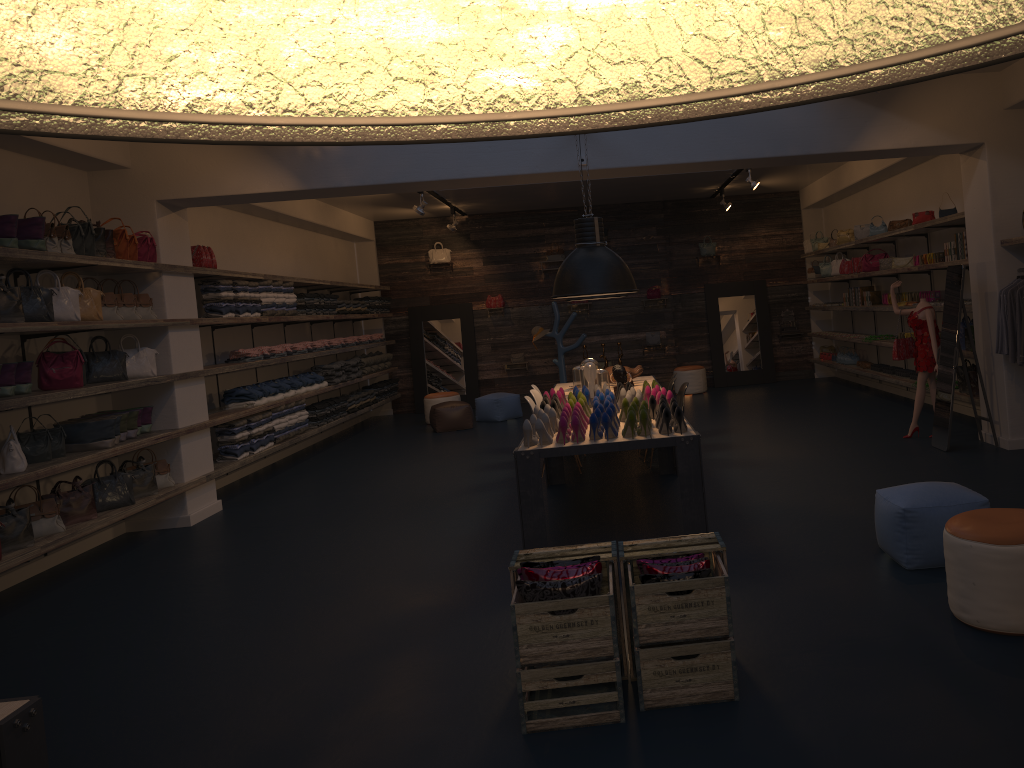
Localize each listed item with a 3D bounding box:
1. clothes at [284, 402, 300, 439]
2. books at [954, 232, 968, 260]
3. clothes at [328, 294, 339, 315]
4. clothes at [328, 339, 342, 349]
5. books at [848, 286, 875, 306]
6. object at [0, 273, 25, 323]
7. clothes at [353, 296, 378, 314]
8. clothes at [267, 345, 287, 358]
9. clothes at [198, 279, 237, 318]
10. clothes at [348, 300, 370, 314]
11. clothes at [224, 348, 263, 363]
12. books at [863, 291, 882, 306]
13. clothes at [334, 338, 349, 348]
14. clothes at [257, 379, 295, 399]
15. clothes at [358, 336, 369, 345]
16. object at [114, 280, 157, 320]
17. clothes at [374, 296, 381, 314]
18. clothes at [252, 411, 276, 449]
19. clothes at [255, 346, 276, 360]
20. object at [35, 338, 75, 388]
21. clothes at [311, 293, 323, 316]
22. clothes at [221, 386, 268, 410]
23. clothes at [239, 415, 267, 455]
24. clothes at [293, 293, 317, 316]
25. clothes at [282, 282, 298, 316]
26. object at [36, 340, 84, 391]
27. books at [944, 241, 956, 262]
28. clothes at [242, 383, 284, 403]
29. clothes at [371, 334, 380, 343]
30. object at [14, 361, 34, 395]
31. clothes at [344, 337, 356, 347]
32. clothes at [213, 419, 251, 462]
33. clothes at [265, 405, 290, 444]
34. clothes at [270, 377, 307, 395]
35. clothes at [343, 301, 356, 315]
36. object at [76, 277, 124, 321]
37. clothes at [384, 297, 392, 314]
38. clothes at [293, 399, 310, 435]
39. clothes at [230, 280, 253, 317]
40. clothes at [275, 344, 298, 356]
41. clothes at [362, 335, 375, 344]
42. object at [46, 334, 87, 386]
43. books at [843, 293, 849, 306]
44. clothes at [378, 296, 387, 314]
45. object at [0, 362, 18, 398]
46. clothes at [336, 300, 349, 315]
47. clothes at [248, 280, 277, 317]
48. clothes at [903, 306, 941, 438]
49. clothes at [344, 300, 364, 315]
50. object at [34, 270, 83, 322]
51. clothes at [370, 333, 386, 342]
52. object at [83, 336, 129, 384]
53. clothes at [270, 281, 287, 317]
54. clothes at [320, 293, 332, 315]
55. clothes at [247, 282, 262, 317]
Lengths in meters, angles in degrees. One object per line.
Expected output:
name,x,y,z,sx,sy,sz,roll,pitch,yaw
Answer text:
clothes,-2.714,0.431,10.280,0.260,0.455,0.346,-4,3,16
books,4.849,-1.453,9.023,0.239,0.287,0.639,-5,4,4
clothes,-2.634,-1.108,12.195,0.346,0.298,0.313,-4,3,8
clothes,-2.658,-0.568,12.545,0.333,0.159,0.336,-3,4,22
books,5.432,-1.366,13.489,0.239,0.287,0.639,-5,4,4
object,-3.359,-0.548,5.633,0.199,0.338,0.409,-3,4,43
clothes,-2.408,-1.291,14.285,0.368,0.298,0.329,-5,3,4
clothes,-2.885,-0.376,10.344,0.333,0.159,0.336,-3,4,22
clothes,-3.000,-0.868,8.861,0.249,0.410,0.326,-4,3,9
clothes,-2.518,-1.229,13.899,0.420,0.251,0.345,-5,3,-1
clothes,-2.959,-0.313,9.623,0.333,0.159,0.336,-3,4,22
books,5.396,-1.284,12.999,0.182,0.213,0.330,-5,4,4
clothes,-2.601,-0.606,12.881,0.324,0.154,0.348,-5,4,-3
clothes,-2.847,0.068,10.281,0.426,0.240,0.429,-5,4,1
clothes,-2.505,-0.697,14.028,0.333,0.159,0.336,-3,4,22
object,-3.260,-0.708,7.396,0.164,0.366,0.417,-3,4,43
clothes,-2.385,-1.318,14.611,0.377,0.298,0.312,-5,3,-10
clothes,-2.793,0.509,9.578,0.249,0.410,0.326,-4,3,9
clothes,-2.902,-0.351,9.958,0.324,0.154,0.348,-5,4,-3
object,-3.380,-0.154,6.474,0.214,0.384,0.268,-4,3,24
clothes,-2.701,-1.050,11.540,0.377,0.298,0.312,-5,3,-10
clothes,-2.934,0.142,9.436,0.426,0.240,0.429,-5,4,1
clothes,-2.801,0.536,9.249,0.249,0.410,0.326,-4,3,9
clothes,-2.724,-1.023,11.214,0.368,0.298,0.329,-5,3,4
clothes,-2.814,-1.037,10.604,0.260,0.455,0.346,-4,3,16
object,-3.309,-0.138,6.354,0.204,0.361,0.264,-4,3,28
books,4.871,-1.452,9.496,0.180,0.210,0.319,-5,4,4
clothes,-2.889,0.103,9.879,0.406,0.240,0.449,-3,4,18
clothes,-2.431,-0.760,14.750,0.333,0.159,0.336,-3,4,22
object,-3.536,-0.024,5.997,0.440,0.235,0.168,-6,3,-18
clothes,-2.584,-0.631,13.266,0.333,0.159,0.336,-3,4,22
clothes,-2.863,0.568,8.899,0.249,0.410,0.326,-4,3,9
clothes,-2.748,0.459,9.953,0.260,0.455,0.346,-4,3,16
clothes,-2.805,0.032,10.692,0.426,0.240,0.429,-5,4,1
clothes,-2.602,-1.158,13.085,0.420,0.251,0.345,-5,3,-1
object,-3.315,-0.662,6.863,0.164,0.366,0.417,-3,4,43
clothes,-2.318,-1.375,15.266,0.346,0.298,0.313,-4,3,8
clothes,-2.677,0.399,10.641,0.260,0.455,0.346,-4,3,16
clothes,-2.938,-0.901,9.211,0.249,0.410,0.326,-4,3,9
clothes,-2.828,-0.414,10.680,0.324,0.154,0.348,-5,4,-3
clothes,-2.448,-0.735,14.364,0.324,0.154,0.348,-5,4,-3
object,-3.412,-0.175,6.614,0.317,0.410,0.125,-6,2,-30
books,5.453,-1.365,13.963,0.180,0.210,0.319,-5,4,4
clothes,-2.351,-1.347,14.938,0.353,0.298,0.306,-5,3,1
object,-3.538,-0.007,5.793,0.446,0.235,0.166,-6,3,-24
clothes,-2.645,-1.124,12.689,0.405,0.251,0.357,-4,4,11
clothes,-2.885,-0.977,9.915,0.260,0.455,0.346,-4,3,16
clothes,4.321,-0.125,9.072,0.480,1.383,0.334,-5,2,-13
clothes,-2.561,-1.194,13.502,0.405,0.251,0.357,-4,4,11
object,-3.316,-0.627,6.231,0.177,0.385,0.462,-3,4,40
clothes,-2.374,-0.798,15.085,0.324,0.154,0.348,-5,4,-3
object,-3.336,-0.202,7.062,0.177,0.385,0.460,-3,3,37
clothes,-2.851,-1.006,10.242,0.260,0.455,0.346,-4,3,16
clothes,-2.668,-1.079,11.867,0.353,0.298,0.306,-5,3,1
clothes,-2.930,-0.927,9.540,0.249,0.410,0.326,-4,3,9
